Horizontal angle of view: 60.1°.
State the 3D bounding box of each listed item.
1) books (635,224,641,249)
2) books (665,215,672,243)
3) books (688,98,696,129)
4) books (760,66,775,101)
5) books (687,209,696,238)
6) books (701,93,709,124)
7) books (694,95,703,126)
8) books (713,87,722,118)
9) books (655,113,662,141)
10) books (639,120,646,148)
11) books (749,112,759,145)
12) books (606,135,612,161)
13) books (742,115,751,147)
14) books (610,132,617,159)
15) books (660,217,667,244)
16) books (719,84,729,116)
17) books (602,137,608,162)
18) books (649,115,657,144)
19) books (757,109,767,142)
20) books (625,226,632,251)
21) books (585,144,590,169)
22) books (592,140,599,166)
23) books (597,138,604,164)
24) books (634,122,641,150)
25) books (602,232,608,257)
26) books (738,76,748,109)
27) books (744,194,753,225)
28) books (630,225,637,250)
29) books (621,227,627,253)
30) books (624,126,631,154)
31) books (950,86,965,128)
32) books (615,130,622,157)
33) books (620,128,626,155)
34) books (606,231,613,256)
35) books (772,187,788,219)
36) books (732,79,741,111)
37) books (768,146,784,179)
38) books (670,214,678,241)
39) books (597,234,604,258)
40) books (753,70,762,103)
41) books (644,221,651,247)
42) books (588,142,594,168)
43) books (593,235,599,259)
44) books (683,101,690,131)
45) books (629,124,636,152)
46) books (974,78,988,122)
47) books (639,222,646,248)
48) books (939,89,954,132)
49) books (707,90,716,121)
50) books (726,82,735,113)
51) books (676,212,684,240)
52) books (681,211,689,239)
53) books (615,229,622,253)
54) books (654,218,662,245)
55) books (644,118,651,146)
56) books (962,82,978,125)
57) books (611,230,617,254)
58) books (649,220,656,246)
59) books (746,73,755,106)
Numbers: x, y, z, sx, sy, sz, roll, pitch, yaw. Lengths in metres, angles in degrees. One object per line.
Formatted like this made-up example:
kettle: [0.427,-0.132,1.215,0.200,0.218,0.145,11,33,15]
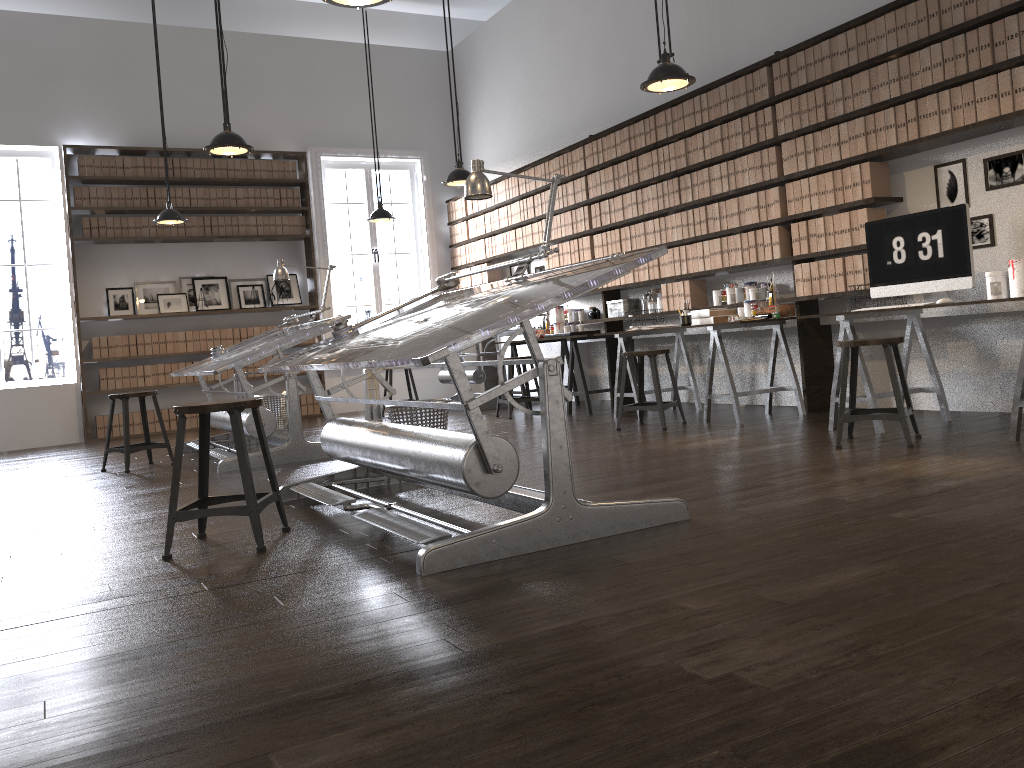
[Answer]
books: [1.141,-1.246,7.511,0.175,0.226,0.066,-5,0,-28]
books: [1.334,-1.246,7.151,0.175,0.226,0.066,-5,0,-28]
books: [1.447,-2.071,6.801,0.175,0.226,0.067,-5,0,-28]
books: [1.809,-2.070,6.127,0.175,0.226,0.066,-5,0,-28]
books: [1.462,-1.245,6.904,0.175,0.225,0.066,-5,0,-28]
books: [1.518,-2.071,6.675,0.175,0.226,0.066,-5,0,-28]
books: [1.481,-2.071,6.737,0.175,0.226,0.066,-5,0,-28]
books: [1.585,-2.071,6.553,0.175,0.226,0.066,-5,0,-28]
books: [1.257,-2.073,7.171,0.175,0.225,0.066,-5,0,-28]
books: [1.150,-2.073,7.362,0.175,0.226,0.066,-5,0,-28]
books: [1.765,-1.794,6.247,0.175,0.226,0.067,-5,0,-28]
books: [0.926,-2.074,7.789,0.175,0.226,0.066,-5,0,-28]
books: [1.735,-1.794,6.316,0.175,0.226,0.066,-5,0,-28]
books: [0.956,-2.073,7.725,0.175,0.226,0.067,-5,0,-28]
books: [1.300,-1.246,7.211,0.175,0.226,0.066,-5,0,-28]
books: [1.615,-2.071,6.489,0.175,0.226,0.067,-5,0,-28]
books: [0.895,-2.074,7.851,0.175,0.226,0.066,-5,0,-28]
books: [1.218,-2.072,7.233,0.175,0.226,0.067,-5,0,-28]
books: [1.805,-1.794,6.185,0.175,0.225,0.066,-5,0,-28]
books: [1.070,-1.246,7.634,0.175,0.226,0.066,-5,0,-28]
books: [0.762,-2.074,8.094,0.175,0.225,0.066,-5,0,-28]
books: [0.822,-2.074,7.973,0.175,0.226,0.066,-5,0,-28]
books: [0.859,-2.074,7.911,0.175,0.226,0.066,-5,0,-28]
books: [1.120,-2.073,7.427,0.175,0.226,0.066,-5,0,-28]
books: [0.904,-1.247,7.941,0.175,0.226,0.067,-5,0,-28]
books: [1.709,-2.070,6.310,0.175,0.226,0.067,-5,0,-28]
books: [1.760,-1.244,6.344,0.175,0.225,0.066,-5,0,-28]
books: [1.107,-1.247,7.574,0.175,0.226,0.066,-5,0,-28]
books: [1.041,-1.247,7.699,0.175,0.226,0.066,-5,0,-28]
books: [1.050,-2.073,7.546,0.175,0.226,0.067,-5,0,-28]
books: [2.516,-1.523,4.893,0.175,0.226,0.066,-5,0,-28]
books: [0.992,-2.073,7.662,0.175,0.225,0.066,-5,0,-28]
books: [1.022,-2.073,7.607,0.175,0.225,0.066,-5,0,-28]
books: [0.938,-1.247,7.887,0.175,0.225,0.066,-5,0,-28]
books: [1.885,-1.243,6.104,0.175,0.226,0.067,-5,0,-28]
books: [1.682,-2.071,6.371,0.175,0.225,0.066,-5,0,-28]
books: [1.865,-1.520,6.110,0.175,0.226,0.066,-5,0,-28]
books: [1.363,-1.245,7.087,0.175,0.226,0.066,-5,0,-28]
books: [0.870,-1.247,8.005,0.175,0.226,0.066,-5,0,-28]
books: [1.779,-2.070,6.191,0.175,0.226,0.066,-5,0,-28]
books: [1.203,-1.246,7.392,0.175,0.225,0.066,-5,0,-28]
books: [0.788,-2.074,8.037,0.175,0.226,0.067,-5,0,-28]
books: [0.839,-1.247,8.070,0.175,0.226,0.066,-5,0,-28]
books: [1.421,-2.072,6.859,0.175,0.225,0.066,-5,0,-28]
books: [1.087,-2.073,7.489,0.175,0.226,0.066,-5,0,-28]
books: [2.581,-1.523,4.765,0.175,0.225,0.066,-5,0,-28]
books: [1.167,-1.246,7.449,0.175,0.226,0.067,-5,0,-28]
books: [2.480,-1.523,4.953,0.175,0.226,0.066,-5,0,-28]
books: [1.554,-2.071,6.615,0.175,0.226,0.066,-5,0,-28]
books: [1.651,-2.071,6.426,0.175,0.225,0.066,-5,0,-28]
books: [1.395,-1.245,7.022,0.175,0.226,0.066,-5,0,-28]
books: [1.428,-1.245,6.958,0.175,0.226,0.067,-5,0,-28]
books: [1.001,-1.247,7.763,0.175,0.226,0.067,-5,0,-28]
books: [1.263,-1.246,7.272,0.175,0.226,0.067,-5,0,-28]
books: [1.187,-2.073,7.302,0.175,0.226,0.066,-5,0,-28]
books: [2.547,-1.523,4.831,0.175,0.226,0.066,-5,0,-28]
books: [0.971,-1.247,7.831,0.175,0.225,0.066,-5,0,-28]
books: [1.231,-1.246,7.336,0.175,0.225,0.066,-5,0,-28]
books: [1.746,-2.070,6.254,0.175,0.226,0.066,-5,0,-28]
